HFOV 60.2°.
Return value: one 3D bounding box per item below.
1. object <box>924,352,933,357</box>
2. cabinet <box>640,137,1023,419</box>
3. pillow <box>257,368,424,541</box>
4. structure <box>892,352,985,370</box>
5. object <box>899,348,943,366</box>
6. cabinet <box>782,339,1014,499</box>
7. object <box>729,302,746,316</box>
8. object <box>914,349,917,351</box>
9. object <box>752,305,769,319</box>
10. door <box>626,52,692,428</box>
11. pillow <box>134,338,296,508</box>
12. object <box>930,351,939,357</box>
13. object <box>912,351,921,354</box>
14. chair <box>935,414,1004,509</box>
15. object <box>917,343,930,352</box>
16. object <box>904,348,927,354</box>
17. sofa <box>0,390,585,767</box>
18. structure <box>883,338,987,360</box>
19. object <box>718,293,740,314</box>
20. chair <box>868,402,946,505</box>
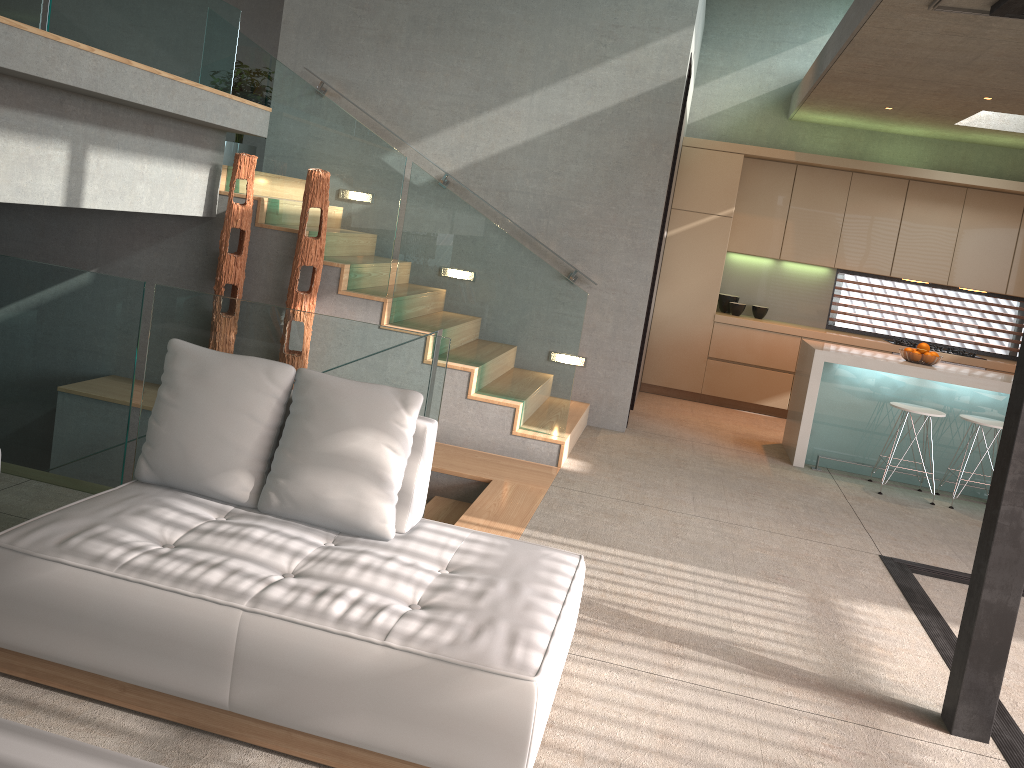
[{"bbox_3d":[3.160,-0.199,6.715,0.086,0.086,0.088,9,8,1],"label":"object"},{"bbox_3d":[5.026,-0.424,7.748,7.489,2.546,1.979,11,8,10],"label":"cabinet"},{"bbox_3d":[-0.570,0.232,2.986,0.493,0.479,0.268,11,7,11],"label":"pillow"},{"bbox_3d":[3.987,0.020,8.367,0.830,0.497,0.080,11,6,11],"label":"structure"},{"bbox_3d":[3.141,-0.202,6.805,0.316,0.081,0.318,11,10,10],"label":"object"},{"bbox_3d":[4.263,0.505,6.645,4.131,0.892,0.806,11,8,11],"label":"cabinet"},{"bbox_3d":[2.286,-0.758,8.989,0.169,0.125,0.171,9,9,-3],"label":"object"},{"bbox_3d":[3.132,-0.233,6.888,0.086,0.086,0.088,5,9,-29],"label":"object"},{"bbox_3d":[2.541,-0.733,9.076,0.169,0.125,0.171,9,9,-3],"label":"object"},{"bbox_3d":[1.443,0.073,4.948,15.276,4.438,5.851,6,9,-17],"label":"door"},{"bbox_3d":[-1.034,0.131,3.076,0.493,0.494,0.240,11,7,11],"label":"pillow"},{"bbox_3d":[3.227,-0.202,6.779,0.094,0.093,0.095,9,8,-1],"label":"object"},{"bbox_3d":[3.080,-0.212,6.741,0.082,0.080,0.080,15,10,39],"label":"object"},{"bbox_3d":[3.303,0.566,6.247,0.383,0.619,0.384,10,7,10],"label":"chair"},{"bbox_3d":[3.176,-0.272,6.824,0.095,0.093,0.094,14,9,30],"label":"object"},{"bbox_3d":[3.087,-0.228,6.794,0.096,0.099,0.176,4,11,-35],"label":"object"},{"bbox_3d":[-0.596,0.513,2.759,1.600,0.727,1.021,11,9,10],"label":"sofa"},{"bbox_3d":[4.087,-0.329,8.579,0.841,0.090,0.467,11,10,10],"label":"structure"},{"bbox_3d":[2.233,-0.830,9.168,0.225,0.186,0.228,7,9,-12],"label":"object"},{"bbox_3d":[2.845,0.478,6.333,0.383,0.619,0.384,10,7,10],"label":"chair"}]
